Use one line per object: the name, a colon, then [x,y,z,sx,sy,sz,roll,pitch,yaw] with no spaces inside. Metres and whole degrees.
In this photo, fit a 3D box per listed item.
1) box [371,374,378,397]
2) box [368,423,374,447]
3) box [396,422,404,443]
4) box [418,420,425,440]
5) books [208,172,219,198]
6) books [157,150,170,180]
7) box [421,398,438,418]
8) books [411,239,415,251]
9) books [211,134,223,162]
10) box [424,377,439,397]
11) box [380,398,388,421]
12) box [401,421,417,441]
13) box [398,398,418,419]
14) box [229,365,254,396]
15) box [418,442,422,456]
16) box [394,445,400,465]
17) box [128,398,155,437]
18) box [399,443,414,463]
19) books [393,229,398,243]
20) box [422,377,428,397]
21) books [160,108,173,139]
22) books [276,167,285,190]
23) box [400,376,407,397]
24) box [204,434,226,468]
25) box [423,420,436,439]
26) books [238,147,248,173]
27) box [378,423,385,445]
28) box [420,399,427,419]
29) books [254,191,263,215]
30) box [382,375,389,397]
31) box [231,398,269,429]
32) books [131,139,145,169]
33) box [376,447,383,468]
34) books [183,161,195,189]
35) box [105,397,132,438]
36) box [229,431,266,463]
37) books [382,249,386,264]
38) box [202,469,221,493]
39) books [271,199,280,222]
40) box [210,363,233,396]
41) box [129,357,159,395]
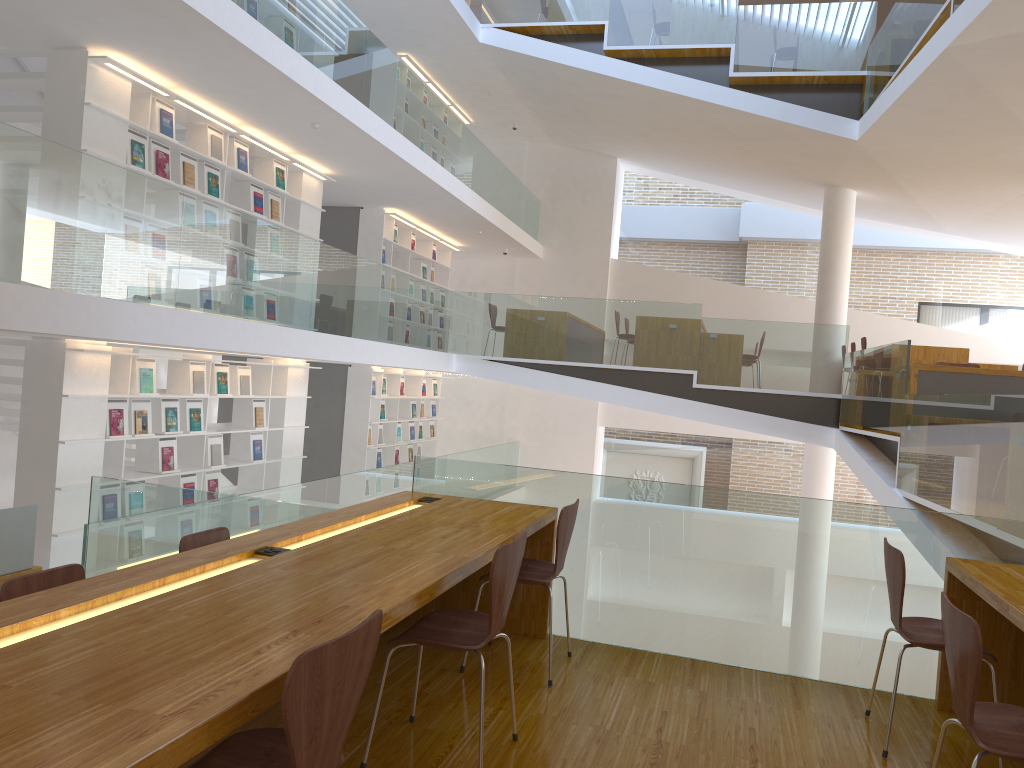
box: [-1.931,0.011,11.707,0.274,0.296,0.245,4,0,14]
box: [-1.981,0.663,11.708,0.274,0.296,0.245,4,0,14]
box: [-1.717,0.681,12.749,0.274,0.296,0.245,4,0,14]
box: [-1.497,0.696,13.611,0.274,0.296,0.245,4,0,14]
books: [-2.621,-1.741,7.793,0.037,0.210,0.145,4,0,14]
books: [-2.797,-1.755,7.113,0.037,0.210,0.145,4,0,14]
box: [-1.340,0.377,14.129,0.274,0.296,0.245,4,0,14]
books: [-1.418,-1.966,12.701,0.037,0.210,0.145,4,0,14]
books: [-2.595,-2.071,7.799,0.037,0.210,0.145,4,0,14]
box: [-1.315,0.050,14.128,0.274,0.296,0.245,4,0,14]
box: [-1.858,0.338,12.093,0.274,0.296,0.245,4,0,14]
box: [-1.584,0.690,13.270,0.274,0.296,0.245,4,0,14]
box: [-1.559,0.363,13.269,0.274,0.296,0.245,4,0,14]
box: [-3.639,1.641,5.239,0.498,3.764,7.125,4,0,14]
box: [-1.517,1.024,13.630,0.274,0.296,0.245,4,0,14]
box: [-1.745,1.009,12.736,0.274,0.296,0.245,4,0,14]
box: [-3.064,0.261,7.149,0.274,0.296,0.245,4,0,14]
box: [-1.606,1.018,13.283,0.274,0.296,0.245,4,0,14]
books: [-1.586,-1.993,12.034,0.037,0.210,0.145,4,0,14]
box: [-1.445,0.042,13.619,0.274,0.296,0.245,4,0,14]
books: [-2.769,-2.084,7.113,0.037,0.210,0.145,4,0,14]
books: [-2.318,-2.051,8.885,0.037,0.210,0.145,4,0,14]
box: [-1.669,0.025,12.725,0.274,0.296,0.245,4,0,14]
box: [-2.814,0.608,8.182,0.274,0.296,0.245,4,0,14]
box: [-1.362,0.705,14.142,0.274,0.296,0.245,4,0,14]
books: [-2.491,-2.065,8.206,0.037,0.210,0.145,4,0,14]
box: [-1.889,0.669,12.071,0.274,0.296,0.245,4,0,14]
box: [-1.470,0.368,13.620,0.274,0.296,0.245,4,0,14]
books: [-2.437,-1.732,8.531,0.037,0.210,0.145,4,0,14]
box: [-1.839,0.015,12.069,0.274,0.296,0.245,4,0,14]
box: [-2.610,0.292,8.881,0.274,0.296,0.245,4,0,14]
books: [-2.874,-1.756,6.818,0.037,0.210,0.145,4,0,14]
box: [-1.904,0.998,12.110,0.274,0.296,0.245,4,0,14]
books: [-2.712,-1.748,7.449,0.037,0.210,0.145,4,0,14]
box: [-3.126,0.256,6.852,0.274,0.296,0.245,4,0,14]
box: [-2.635,0.620,8.884,0.274,0.296,0.245,4,0,14]
books: [-1.700,-1.671,11.673,0.037,0.210,0.145,4,0,14]
box: [-2.837,0.935,8.188,0.274,0.296,0.245,4,0,14]
books: [-2.359,-1.723,8.837,0.037,0.210,0.145,4,0,14]
box: [-2.760,-0.048,8.195,0.274,0.296,0.245,4,0,14]
box: [-3.026,-0.066,7.146,0.274,0.296,0.245,4,0,14]
